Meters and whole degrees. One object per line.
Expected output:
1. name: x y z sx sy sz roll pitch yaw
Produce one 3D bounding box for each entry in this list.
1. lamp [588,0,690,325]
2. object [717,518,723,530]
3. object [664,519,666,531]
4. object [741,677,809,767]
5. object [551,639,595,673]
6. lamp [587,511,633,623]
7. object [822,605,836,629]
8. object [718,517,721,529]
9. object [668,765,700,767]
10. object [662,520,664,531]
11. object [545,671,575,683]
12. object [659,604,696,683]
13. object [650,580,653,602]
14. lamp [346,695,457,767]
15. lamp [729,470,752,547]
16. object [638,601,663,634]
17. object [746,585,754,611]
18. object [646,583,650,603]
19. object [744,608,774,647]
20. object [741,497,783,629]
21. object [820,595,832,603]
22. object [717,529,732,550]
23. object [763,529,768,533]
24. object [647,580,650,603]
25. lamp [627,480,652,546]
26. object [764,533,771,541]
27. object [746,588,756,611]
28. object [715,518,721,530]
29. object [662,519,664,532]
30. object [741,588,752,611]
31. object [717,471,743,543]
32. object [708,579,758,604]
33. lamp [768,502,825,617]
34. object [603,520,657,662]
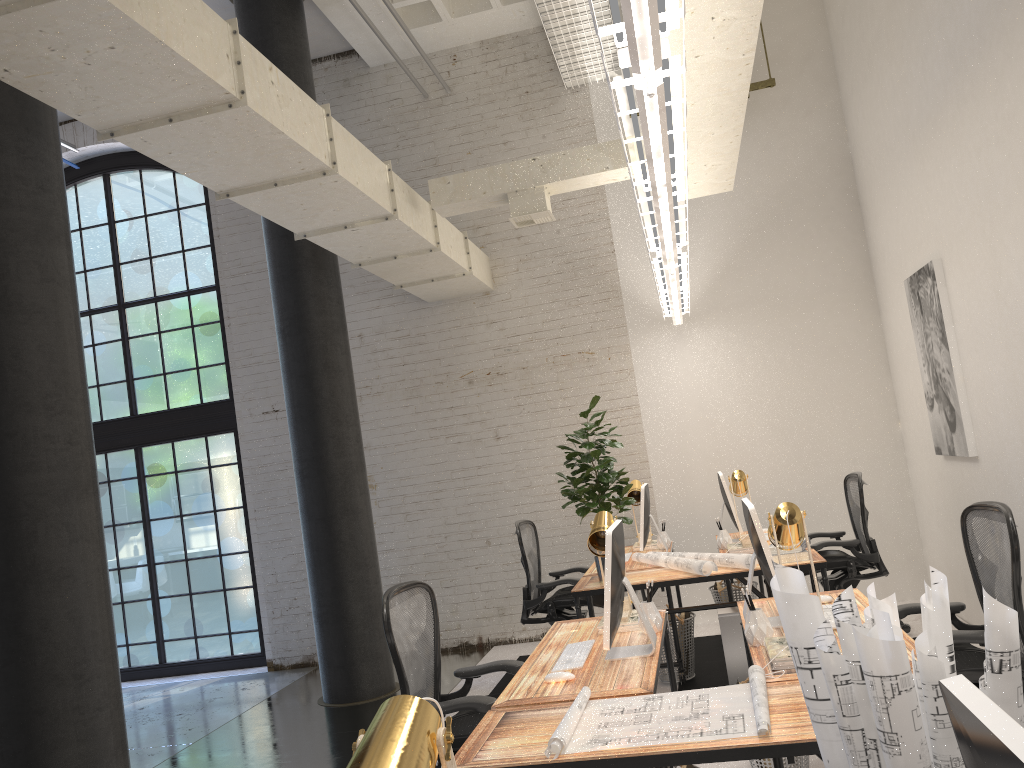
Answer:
1. lamp: 0.387 -2.057 3.551 0.226 2.861 7.307 -9 -5 11
2. object: 1.379 0.974 5.792 0.054 0.207 0.008 -6 -5 -24
3. object: 1.081 1.065 6.296 0.054 0.207 0.008 -8 -4 -2
4. object: 1.115 1.469 3.775 0.353 0.434 0.359 -9 -5 7
5. object: 0.239 1.040 3.397 0.119 0.017 0.439 -9 -5 11
6. lamp: 0.427 0.790 3.860 0.128 0.469 0.345 -9 -5 11
7. object: 1.224 0.896 3.418 0.119 0.017 0.439 -9 -5 11
8. object: 1.377 0.976 5.821 0.008 0.207 0.054 -8 -4 -6
9. object: 0.499 1.485 2.962 0.353 0.434 0.359 -9 -5 7
10. object: 1.072 1.064 6.274 0.008 0.207 0.054 -8 -4 -6
11. object: 0.165 1.015 3.078 0.106 0.029 0.059 -10 -5 12
12. object: 1.006 1.632 5.594 0.353 0.434 0.359 -9 -5 7
13. object: 0.573 0.919 3.664 0.054 0.207 0.008 -8 -4 -2
14. lamp: -0.108 0.605 1.016 0.126 0.469 0.345 -9 -5 11
15. lamp: 1.467 0.777 5.627 0.126 0.469 0.345 -9 -5 11
16. object: 0.567 0.961 3.653 0.101 0.126 0.101 -5 -6 -34
17. object: 0.869 0.830 3.188 0.008 0.207 0.054 -8 -4 -6
18. object: 0.565 0.917 3.642 0.008 0.207 0.054 -8 -4 -6
19. object: 0.880 0.869 3.170 0.101 0.126 0.101 -5 -6 -34
20. object: 0.979 0.704 3.504 0.190 0.485 0.484 -9 -5 11
21. object: 1.295 0.908 3.739 0.106 0.029 0.059 -10 -5 12
22. object: 1.387 1.016 5.803 0.101 0.126 0.101 -5 -6 -34
23. object: 1.802 1.055 6.371 0.106 0.029 0.059 -10 -5 12
24. object: 0.562 0.920 3.670 0.054 0.207 0.008 -6 -5 -24
25. lamp: 0.933 0.936 6.493 0.126 0.469 0.344 -9 -5 11
26. object: 1.731 1.042 6.051 0.119 0.017 0.439 -9 -5 11
27. object: 0.872 0.827 3.159 0.054 0.207 0.008 -6 -5 -24
28. object: 1.369 0.976 5.798 0.054 0.207 0.008 -8 -4 -2
29. object: 1.070 1.067 6.303 0.054 0.207 0.008 -6 -5 -24
30. object: 0.861 0.830 3.166 0.054 0.207 0.008 -8 -4 -2
31. object: 1.487 0.850 6.136 0.190 0.485 0.484 -9 -5 11
32. object: 1.623 1.616 6.407 0.353 0.434 0.359 -9 -5 7
33. lamp: 0.959 0.630 2.995 0.128 0.469 0.345 -9 -5 11
34. object: 0.415 0.773 3.347 0.190 0.485 0.484 -9 -5 11
